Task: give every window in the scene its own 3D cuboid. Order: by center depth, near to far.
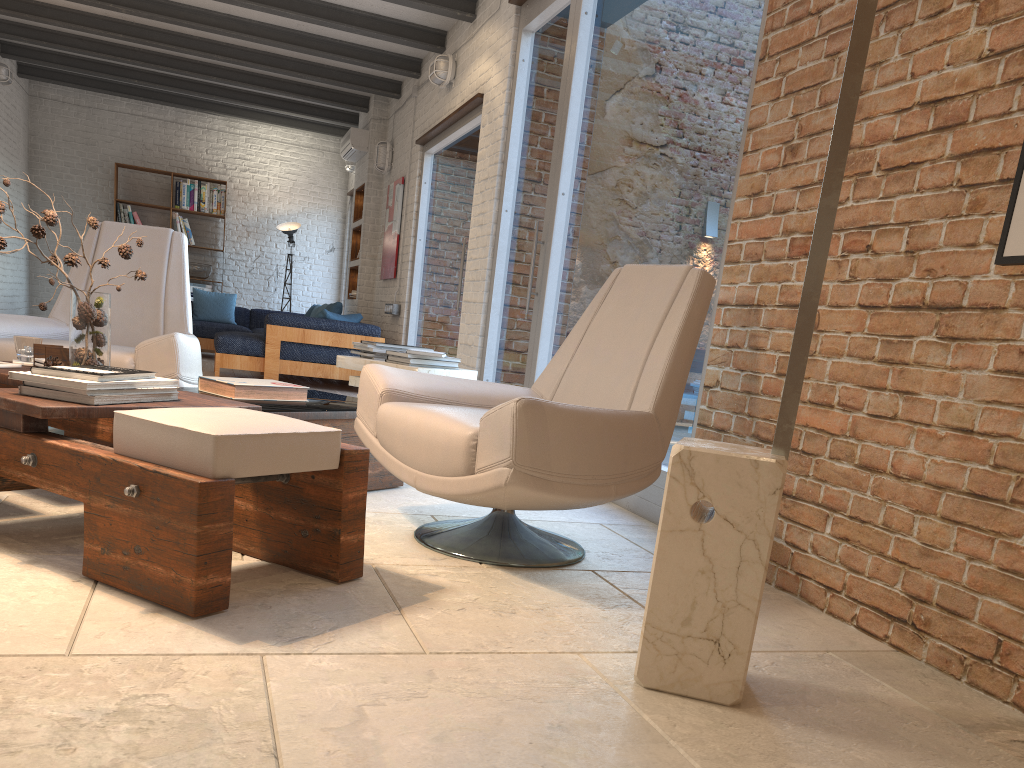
[{"bbox_3d":[0.136,-2.880,6.137,0.649,6.582,11.959,2,7,-19],"label":"window"}]

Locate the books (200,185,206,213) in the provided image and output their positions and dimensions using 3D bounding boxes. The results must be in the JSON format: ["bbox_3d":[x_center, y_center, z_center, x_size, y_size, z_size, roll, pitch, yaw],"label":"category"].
[{"bbox_3d":[-4.016,-2.388,11.324,0.056,0.339,0.246,2,10,-19],"label":"books"}]

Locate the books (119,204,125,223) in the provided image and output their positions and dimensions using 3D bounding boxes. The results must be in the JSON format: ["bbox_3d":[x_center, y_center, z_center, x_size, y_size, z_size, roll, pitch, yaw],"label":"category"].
[{"bbox_3d":[-4.954,-2.084,11.120,0.091,0.396,0.235,2,11,-19],"label":"books"}]

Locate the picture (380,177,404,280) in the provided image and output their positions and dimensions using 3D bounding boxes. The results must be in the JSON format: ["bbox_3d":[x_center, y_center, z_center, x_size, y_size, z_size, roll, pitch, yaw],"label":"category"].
[{"bbox_3d":[-1.230,-1.565,8.907,0.019,0.989,0.718,2,10,-19],"label":"picture"}]

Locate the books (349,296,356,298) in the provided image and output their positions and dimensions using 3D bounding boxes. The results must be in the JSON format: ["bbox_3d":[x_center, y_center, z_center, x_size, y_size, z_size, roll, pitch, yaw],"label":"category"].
[{"bbox_3d":[-1.828,-1.019,10.256,0.163,0.017,0.245,7,3,-10],"label":"books"}]

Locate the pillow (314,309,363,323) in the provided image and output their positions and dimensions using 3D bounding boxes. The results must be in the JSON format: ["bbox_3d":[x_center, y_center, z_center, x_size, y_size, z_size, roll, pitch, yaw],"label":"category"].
[{"bbox_3d":[-1.727,-0.542,8.353,0.371,0.337,0.558,11,7,31],"label":"pillow"}]

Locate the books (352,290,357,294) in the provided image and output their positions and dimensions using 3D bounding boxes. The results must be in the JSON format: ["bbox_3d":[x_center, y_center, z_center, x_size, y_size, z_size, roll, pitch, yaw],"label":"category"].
[{"bbox_3d":[-1.812,-1.070,10.241,0.133,0.035,0.200,6,3,-10],"label":"books"}]

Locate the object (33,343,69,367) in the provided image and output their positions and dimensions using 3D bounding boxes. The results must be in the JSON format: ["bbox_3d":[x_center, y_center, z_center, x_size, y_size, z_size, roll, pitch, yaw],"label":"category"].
[{"bbox_3d":[-1.555,-0.087,2.963,0.112,0.084,0.093,13,10,42],"label":"object"}]

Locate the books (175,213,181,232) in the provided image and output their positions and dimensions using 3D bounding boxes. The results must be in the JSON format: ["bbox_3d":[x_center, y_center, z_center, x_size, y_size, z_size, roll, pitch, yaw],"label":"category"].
[{"bbox_3d":[-4.326,-2.013,11.328,0.104,0.395,0.235,2,11,-19],"label":"books"}]

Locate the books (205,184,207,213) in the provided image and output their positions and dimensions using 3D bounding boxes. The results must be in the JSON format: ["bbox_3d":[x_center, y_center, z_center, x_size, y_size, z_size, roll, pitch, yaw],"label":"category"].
[{"bbox_3d":[-3.983,-2.400,11.347,0.021,0.370,0.262,2,11,-19],"label":"books"}]

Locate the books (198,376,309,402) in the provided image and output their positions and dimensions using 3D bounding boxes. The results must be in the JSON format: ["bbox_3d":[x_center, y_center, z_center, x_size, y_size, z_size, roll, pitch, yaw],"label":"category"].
[{"bbox_3d":[-0.992,0.019,3.355,0.249,0.058,0.325,10,5,41],"label":"books"}]

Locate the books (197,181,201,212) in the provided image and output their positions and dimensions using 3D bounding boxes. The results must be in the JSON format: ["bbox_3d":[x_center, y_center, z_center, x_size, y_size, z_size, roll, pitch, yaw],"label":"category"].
[{"bbox_3d":[-4.062,-2.422,11.316,0.036,0.395,0.235,2,11,-19],"label":"books"}]

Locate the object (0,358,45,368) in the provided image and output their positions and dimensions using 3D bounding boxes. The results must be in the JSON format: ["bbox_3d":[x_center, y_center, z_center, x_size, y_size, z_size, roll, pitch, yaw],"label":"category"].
[{"bbox_3d":[-1.673,-0.077,2.953,0.243,0.036,0.270,10,4,42],"label":"object"}]

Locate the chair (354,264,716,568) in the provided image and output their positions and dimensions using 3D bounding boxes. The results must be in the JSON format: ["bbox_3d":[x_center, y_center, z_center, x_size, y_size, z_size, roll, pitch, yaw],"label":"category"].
[{"bbox_3d":[0.122,0.054,2.921,0.984,1.028,0.996,1,10,-35],"label":"chair"}]

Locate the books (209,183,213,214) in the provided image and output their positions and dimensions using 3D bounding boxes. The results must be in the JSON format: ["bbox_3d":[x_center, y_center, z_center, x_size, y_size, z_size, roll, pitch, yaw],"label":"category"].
[{"bbox_3d":[-3.920,-2.407,11.367,0.036,0.395,0.235,2,11,-19],"label":"books"}]

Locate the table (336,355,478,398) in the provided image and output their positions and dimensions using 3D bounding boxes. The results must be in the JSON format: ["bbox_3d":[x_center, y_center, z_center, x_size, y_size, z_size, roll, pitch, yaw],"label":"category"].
[{"bbox_3d":[-0.538,0.150,4.347,0.487,0.519,0.489,12,10,30],"label":"table"}]

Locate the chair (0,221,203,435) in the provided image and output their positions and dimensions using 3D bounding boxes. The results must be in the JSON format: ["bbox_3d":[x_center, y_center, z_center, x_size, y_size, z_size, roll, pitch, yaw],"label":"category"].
[{"bbox_3d":[-1.876,-0.255,4.020,1.028,1.047,0.942,7,8,-3],"label":"chair"}]

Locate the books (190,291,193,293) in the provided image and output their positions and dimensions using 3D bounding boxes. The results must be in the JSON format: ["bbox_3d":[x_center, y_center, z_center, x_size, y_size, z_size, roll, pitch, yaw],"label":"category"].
[{"bbox_3d":[-4.193,-1.217,11.581,0.446,0.021,0.264,6,3,-20],"label":"books"}]

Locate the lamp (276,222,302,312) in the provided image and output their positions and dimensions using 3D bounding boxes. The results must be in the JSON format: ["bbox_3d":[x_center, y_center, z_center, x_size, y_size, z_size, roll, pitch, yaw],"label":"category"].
[{"bbox_3d":[-2.842,-1.212,11.663,0.847,1.901,0.501,17,16,41],"label":"lamp"}]

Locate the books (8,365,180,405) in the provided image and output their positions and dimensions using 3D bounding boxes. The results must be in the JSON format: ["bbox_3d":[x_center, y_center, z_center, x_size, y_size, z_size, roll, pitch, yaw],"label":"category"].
[{"bbox_3d":[-1.126,0.000,2.404,0.248,0.076,0.393,8,3,13],"label":"books"}]

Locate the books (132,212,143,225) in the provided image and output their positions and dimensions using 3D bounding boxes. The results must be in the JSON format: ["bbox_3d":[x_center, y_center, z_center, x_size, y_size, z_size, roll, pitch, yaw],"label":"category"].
[{"bbox_3d":[-4.773,-2.032,11.204,0.195,0.328,0.246,3,10,-19],"label":"books"}]

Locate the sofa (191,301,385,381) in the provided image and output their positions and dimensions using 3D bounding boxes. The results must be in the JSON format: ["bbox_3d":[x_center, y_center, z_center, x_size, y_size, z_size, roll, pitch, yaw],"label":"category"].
[{"bbox_3d":[-2.813,-0.499,9.619,2.088,0.679,3.832,6,4,-20],"label":"sofa"}]

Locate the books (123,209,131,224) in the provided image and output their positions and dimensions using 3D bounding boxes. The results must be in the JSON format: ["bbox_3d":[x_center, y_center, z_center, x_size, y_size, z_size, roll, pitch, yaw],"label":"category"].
[{"bbox_3d":[-4.914,-2.055,11.160,0.103,0.344,0.246,3,10,-19],"label":"books"}]

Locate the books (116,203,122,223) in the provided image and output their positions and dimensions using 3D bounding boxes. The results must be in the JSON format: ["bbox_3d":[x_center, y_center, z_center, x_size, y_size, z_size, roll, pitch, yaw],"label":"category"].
[{"bbox_3d":[-4.986,-2.086,11.100,0.091,0.396,0.235,2,11,-19],"label":"books"}]

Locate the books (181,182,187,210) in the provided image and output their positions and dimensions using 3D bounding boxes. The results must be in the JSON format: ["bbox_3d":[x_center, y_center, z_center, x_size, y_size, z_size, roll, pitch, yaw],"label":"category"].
[{"bbox_3d":[-4.230,-2.411,11.254,0.056,0.339,0.246,2,10,-19],"label":"books"}]

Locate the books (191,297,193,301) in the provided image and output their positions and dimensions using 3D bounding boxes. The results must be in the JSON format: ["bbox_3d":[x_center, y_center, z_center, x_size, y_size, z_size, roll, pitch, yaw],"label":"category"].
[{"bbox_3d":[-4.195,-1.117,11.607,0.380,0.066,0.237,5,4,-33],"label":"books"}]

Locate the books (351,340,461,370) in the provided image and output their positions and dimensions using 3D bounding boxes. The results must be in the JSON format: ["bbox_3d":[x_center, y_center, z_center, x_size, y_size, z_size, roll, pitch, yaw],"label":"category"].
[{"bbox_3d":[-0.485,-0.137,4.228,0.390,0.082,0.553,5,4,-36],"label":"books"}]

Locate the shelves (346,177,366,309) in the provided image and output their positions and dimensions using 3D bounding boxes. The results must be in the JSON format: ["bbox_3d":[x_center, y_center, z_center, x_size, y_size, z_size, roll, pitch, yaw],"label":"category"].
[{"bbox_3d":[-1.725,-1.595,10.151,0.192,1.470,0.741,2,12,-19],"label":"shelves"}]

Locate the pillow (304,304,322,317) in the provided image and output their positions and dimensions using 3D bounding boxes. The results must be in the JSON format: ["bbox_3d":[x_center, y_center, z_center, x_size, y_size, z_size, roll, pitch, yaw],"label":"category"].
[{"bbox_3d":[-2.468,-0.795,10.847,0.244,0.409,1.073,3,5,-21],"label":"pillow"}]

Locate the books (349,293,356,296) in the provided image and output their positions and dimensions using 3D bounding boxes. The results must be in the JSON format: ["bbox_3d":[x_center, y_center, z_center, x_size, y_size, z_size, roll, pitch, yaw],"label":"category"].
[{"bbox_3d":[-1.814,-1.043,10.241,0.171,0.019,0.229,6,3,-18],"label":"books"}]

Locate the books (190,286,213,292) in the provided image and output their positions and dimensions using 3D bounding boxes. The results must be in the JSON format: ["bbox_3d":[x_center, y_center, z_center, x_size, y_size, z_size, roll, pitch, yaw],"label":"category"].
[{"bbox_3d":[-4.186,-1.261,11.591,0.381,0.066,0.237,6,4,-25],"label":"books"}]

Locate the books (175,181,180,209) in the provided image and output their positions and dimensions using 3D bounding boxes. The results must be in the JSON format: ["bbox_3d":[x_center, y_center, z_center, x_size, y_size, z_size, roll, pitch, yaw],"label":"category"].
[{"bbox_3d":[-4.309,-2.421,11.245,0.056,0.339,0.246,2,10,-19],"label":"books"}]

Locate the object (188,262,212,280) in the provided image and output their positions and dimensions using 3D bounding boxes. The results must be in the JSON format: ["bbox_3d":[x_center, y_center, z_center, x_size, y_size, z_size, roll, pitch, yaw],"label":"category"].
[{"bbox_3d":[-4.181,-1.494,11.540,0.399,0.207,0.394,9,6,22],"label":"object"}]

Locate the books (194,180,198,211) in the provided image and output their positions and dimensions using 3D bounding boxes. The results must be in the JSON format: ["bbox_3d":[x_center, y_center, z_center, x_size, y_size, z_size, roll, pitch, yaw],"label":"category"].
[{"bbox_3d":[-4.093,-2.425,11.294,0.036,0.395,0.235,2,11,-19],"label":"books"}]

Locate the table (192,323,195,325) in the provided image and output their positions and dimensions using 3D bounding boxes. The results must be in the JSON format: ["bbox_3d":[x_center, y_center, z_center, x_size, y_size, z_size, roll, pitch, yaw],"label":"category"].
[{"bbox_3d":[-3.941,-0.500,9.115,1.080,0.459,1.776,6,4,-14],"label":"table"}]

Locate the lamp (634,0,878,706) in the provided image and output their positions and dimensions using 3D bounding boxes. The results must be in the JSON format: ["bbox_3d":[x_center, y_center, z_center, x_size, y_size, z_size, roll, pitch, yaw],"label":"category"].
[{"bbox_3d":[-0.330,-0.638,1.858,2.015,2.423,0.310,9,13,16],"label":"lamp"}]

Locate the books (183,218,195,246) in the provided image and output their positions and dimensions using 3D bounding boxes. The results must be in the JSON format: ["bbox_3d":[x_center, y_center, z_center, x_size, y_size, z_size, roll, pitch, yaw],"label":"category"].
[{"bbox_3d":[-4.215,-1.976,11.379,0.158,0.339,0.246,3,10,-19],"label":"books"}]

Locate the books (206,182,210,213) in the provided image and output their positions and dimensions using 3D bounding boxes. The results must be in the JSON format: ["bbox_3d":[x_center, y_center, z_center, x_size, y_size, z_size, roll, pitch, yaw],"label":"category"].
[{"bbox_3d":[-3.959,-2.412,11.367,0.036,0.395,0.235,2,11,-19],"label":"books"}]

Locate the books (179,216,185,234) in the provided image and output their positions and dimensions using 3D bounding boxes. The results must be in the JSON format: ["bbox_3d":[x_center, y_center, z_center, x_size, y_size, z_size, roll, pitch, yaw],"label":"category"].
[{"bbox_3d":[-4.281,-1.992,11.358,0.125,0.359,0.262,3,10,-19],"label":"books"}]

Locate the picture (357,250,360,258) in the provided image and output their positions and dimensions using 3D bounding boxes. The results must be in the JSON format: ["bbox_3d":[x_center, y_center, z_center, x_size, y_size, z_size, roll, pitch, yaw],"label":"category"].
[{"bbox_3d":[-1.734,-1.577,10.205,0.102,0.252,0.187,1,11,-28],"label":"picture"}]

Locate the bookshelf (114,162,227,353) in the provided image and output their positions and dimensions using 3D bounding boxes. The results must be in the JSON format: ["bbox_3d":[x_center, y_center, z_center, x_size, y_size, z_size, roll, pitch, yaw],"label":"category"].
[{"bbox_3d":[-4.467,-1.584,11.386,1.322,2.269,0.351,3,13,-19],"label":"bookshelf"}]

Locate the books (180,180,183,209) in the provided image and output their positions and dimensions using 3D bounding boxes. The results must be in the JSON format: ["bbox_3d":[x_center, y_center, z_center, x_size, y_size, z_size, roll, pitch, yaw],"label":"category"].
[{"bbox_3d":[-4.270,-2.431,11.254,0.021,0.370,0.262,2,11,-19],"label":"books"}]

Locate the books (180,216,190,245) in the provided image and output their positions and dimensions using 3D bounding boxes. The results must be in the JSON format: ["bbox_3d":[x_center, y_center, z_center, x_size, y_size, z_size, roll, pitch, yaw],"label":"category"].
[{"bbox_3d":[-4.263,-1.991,11.374,0.125,0.359,0.262,3,10,-19],"label":"books"}]

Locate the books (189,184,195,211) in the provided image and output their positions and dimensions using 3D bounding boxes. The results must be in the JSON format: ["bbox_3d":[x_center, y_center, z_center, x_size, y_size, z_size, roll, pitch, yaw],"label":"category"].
[{"bbox_3d":[-4.148,-2.404,11.303,0.056,0.339,0.246,2,10,-19],"label":"books"}]

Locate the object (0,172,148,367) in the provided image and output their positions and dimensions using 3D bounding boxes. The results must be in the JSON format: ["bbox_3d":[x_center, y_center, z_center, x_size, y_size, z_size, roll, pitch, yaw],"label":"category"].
[{"bbox_3d":[-1.438,-0.326,2.668,0.309,0.625,0.539,16,13,41],"label":"object"}]

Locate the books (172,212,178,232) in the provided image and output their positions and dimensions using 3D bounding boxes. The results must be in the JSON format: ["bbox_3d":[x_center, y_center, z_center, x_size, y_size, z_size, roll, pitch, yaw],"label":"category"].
[{"bbox_3d":[-4.369,-2.020,11.336,0.102,0.395,0.235,2,11,-19],"label":"books"}]

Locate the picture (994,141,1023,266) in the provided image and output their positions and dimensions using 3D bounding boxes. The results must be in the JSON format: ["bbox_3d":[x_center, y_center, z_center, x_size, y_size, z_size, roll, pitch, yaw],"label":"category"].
[{"bbox_3d":[1.362,-0.837,1.499,0.027,1.232,0.881,2,11,-19],"label":"picture"}]

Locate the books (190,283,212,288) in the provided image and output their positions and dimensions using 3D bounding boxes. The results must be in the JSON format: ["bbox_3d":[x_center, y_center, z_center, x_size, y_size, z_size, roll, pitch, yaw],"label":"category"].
[{"bbox_3d":[-4.183,-1.312,11.573,0.381,0.037,0.237,6,3,-20],"label":"books"}]

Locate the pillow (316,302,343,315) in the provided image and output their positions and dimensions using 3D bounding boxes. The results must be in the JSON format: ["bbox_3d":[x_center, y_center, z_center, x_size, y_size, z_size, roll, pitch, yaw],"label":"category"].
[{"bbox_3d":[-2.049,-0.701,9.603,0.255,0.428,1.175,3,5,-20],"label":"pillow"}]

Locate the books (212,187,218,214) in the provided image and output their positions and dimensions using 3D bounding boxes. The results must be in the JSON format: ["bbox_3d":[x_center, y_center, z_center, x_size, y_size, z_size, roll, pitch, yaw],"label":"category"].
[{"bbox_3d":[-3.878,-2.374,11.384,0.056,0.339,0.246,2,10,-19],"label":"books"}]

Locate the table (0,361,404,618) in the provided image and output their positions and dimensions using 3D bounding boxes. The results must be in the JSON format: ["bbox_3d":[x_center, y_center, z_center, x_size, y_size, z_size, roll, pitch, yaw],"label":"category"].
[{"bbox_3d":[-1.188,0.174,3.046,2.169,0.442,1.952,9,4,31],"label":"table"}]

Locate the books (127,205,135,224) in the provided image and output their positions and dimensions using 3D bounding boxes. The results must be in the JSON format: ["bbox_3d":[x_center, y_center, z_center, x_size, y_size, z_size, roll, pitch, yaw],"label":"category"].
[{"bbox_3d":[-4.849,-2.070,11.145,0.121,0.393,0.235,3,11,-19],"label":"books"}]

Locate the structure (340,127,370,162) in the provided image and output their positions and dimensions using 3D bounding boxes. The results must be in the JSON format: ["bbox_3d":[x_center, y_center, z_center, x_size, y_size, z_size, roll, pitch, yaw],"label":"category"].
[{"bbox_3d":[-1.784,-2.692,9.842,0.201,0.225,0.790,4,5,-20],"label":"structure"}]

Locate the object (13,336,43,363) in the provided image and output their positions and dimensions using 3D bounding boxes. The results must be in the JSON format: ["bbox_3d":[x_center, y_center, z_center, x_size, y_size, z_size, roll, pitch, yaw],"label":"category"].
[{"bbox_3d":[-1.680,-0.119,3.026,0.090,0.087,0.090,11,9,29],"label":"object"}]

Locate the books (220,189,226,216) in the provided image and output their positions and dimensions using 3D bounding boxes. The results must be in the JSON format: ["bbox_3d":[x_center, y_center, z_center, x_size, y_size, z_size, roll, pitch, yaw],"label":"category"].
[{"bbox_3d":[-3.793,-2.367,11.437,0.056,0.339,0.246,2,10,-19],"label":"books"}]

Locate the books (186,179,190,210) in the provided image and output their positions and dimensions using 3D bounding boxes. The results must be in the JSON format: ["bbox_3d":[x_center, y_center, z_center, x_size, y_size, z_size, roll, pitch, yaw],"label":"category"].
[{"bbox_3d":[-4.184,-2.435,11.267,0.036,0.395,0.235,2,11,-19],"label":"books"}]

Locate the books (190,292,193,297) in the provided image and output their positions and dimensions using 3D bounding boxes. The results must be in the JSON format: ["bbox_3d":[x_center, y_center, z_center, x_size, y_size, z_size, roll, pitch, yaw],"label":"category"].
[{"bbox_3d":[-4.210,-1.179,11.573,0.328,0.057,0.247,6,4,-25],"label":"books"}]

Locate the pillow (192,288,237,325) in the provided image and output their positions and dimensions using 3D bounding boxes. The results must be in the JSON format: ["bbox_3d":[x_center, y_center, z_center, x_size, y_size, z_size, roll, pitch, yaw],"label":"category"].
[{"bbox_3d":[-3.725,-0.964,10.915,0.557,0.421,0.215,5,11,-20],"label":"pillow"}]

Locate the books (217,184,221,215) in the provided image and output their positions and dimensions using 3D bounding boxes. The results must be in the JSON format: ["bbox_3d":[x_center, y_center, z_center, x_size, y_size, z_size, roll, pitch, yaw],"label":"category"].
[{"bbox_3d":[-3.831,-2.398,11.399,0.036,0.395,0.235,2,11,-19],"label":"books"}]
